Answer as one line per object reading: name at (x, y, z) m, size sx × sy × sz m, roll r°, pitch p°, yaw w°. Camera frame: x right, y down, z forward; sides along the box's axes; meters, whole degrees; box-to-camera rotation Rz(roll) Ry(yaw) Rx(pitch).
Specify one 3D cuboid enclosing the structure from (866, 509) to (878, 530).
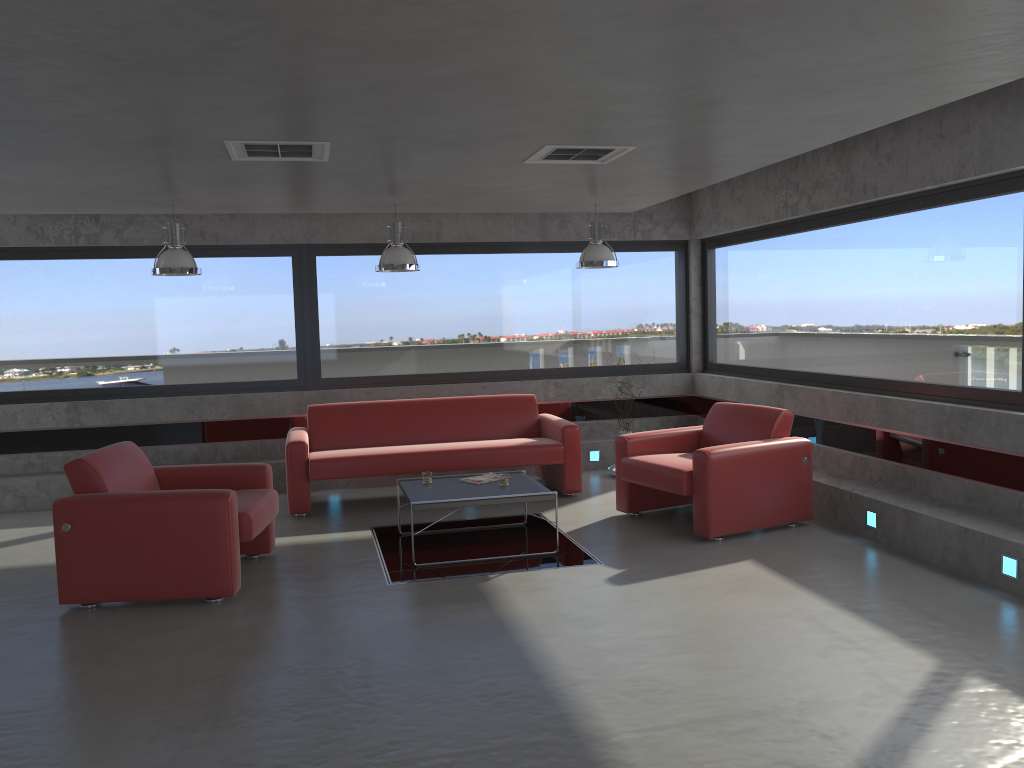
structure at (2.545, 0.957, 6.272) m, size 0.004 × 0.123 × 0.123 m, roll -3°, pitch 4°, yaw -13°

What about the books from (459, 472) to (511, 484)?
books at (-0.208, 0.720, 6.763) m, size 0.326 × 0.022 × 0.228 m, roll -6°, pitch 6°, yaw -43°

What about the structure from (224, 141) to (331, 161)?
structure at (-1.340, -1.451, 5.085) m, size 0.563 × 0.240 × 0.563 m, roll -3°, pitch 4°, yaw -13°

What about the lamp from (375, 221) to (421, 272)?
lamp at (-0.988, -1.184, 7.622) m, size 0.388 × 0.422 × 0.389 m, roll -3°, pitch 4°, yaw -13°

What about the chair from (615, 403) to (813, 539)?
chair at (1.530, 0.619, 6.995) m, size 1.130 × 0.854 × 1.196 m, roll -4°, pitch 5°, yaw -28°

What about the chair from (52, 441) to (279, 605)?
chair at (-2.164, 0.819, 5.796) m, size 1.130 × 0.854 × 1.196 m, roll -2°, pitch 4°, yaw -3°

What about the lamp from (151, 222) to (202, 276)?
lamp at (-2.741, -1.102, 7.222) m, size 0.388 × 0.422 × 0.389 m, roll -3°, pitch 4°, yaw -13°

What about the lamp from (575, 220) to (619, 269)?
lamp at (0.765, -1.267, 8.022) m, size 0.389 × 0.422 × 0.388 m, roll -4°, pitch 5°, yaw -24°

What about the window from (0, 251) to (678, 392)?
window at (-1.887, -0.706, 9.207) m, size 7.800 × 1.364 × 0.003 m, roll -3°, pitch 4°, yaw -13°

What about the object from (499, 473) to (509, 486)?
object at (-0.058, 0.704, 6.539) m, size 0.079 × 0.077 × 0.079 m, roll -2°, pitch 4°, yaw -5°

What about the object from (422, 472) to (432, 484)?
object at (-0.641, 0.709, 6.711) m, size 0.079 × 0.077 × 0.079 m, roll -4°, pitch 5°, yaw -30°

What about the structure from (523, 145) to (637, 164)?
structure at (0.403, -1.533, 5.482) m, size 0.563 × 0.240 × 0.563 m, roll -3°, pitch 4°, yaw -13°

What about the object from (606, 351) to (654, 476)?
object at (1.192, 0.293, 9.079) m, size 0.466 × 1.289 × 0.531 m, roll -2°, pitch 4°, yaw 0°

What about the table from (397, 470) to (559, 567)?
table at (-0.281, 0.958, 6.507) m, size 1.018 × 0.436 × 0.994 m, roll -3°, pitch 4°, yaw -13°

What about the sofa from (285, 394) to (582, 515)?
sofa at (-0.741, 0.595, 8.232) m, size 2.626 × 0.854 × 1.120 m, roll -3°, pitch 4°, yaw -13°

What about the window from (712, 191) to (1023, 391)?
window at (2.729, -0.735, 7.722) m, size 0.003 × 1.364 × 4.583 m, roll -3°, pitch 4°, yaw -13°

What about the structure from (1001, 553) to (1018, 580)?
structure at (2.829, 1.039, 5.042) m, size 0.004 × 0.123 × 0.123 m, roll -3°, pitch 4°, yaw -13°
